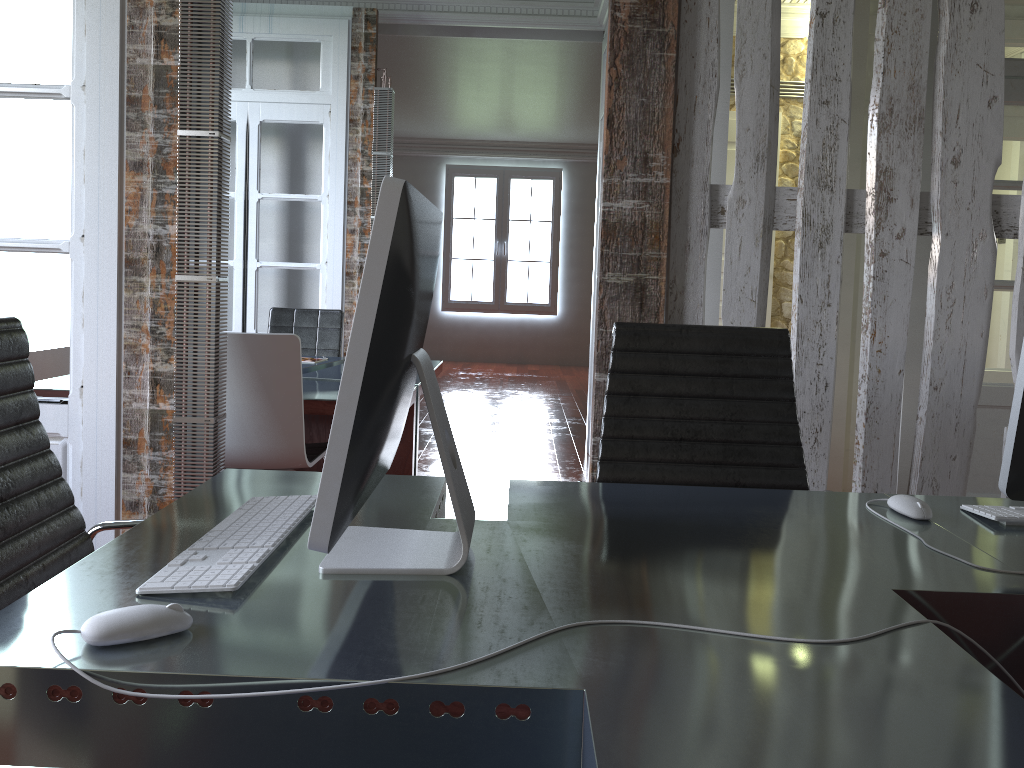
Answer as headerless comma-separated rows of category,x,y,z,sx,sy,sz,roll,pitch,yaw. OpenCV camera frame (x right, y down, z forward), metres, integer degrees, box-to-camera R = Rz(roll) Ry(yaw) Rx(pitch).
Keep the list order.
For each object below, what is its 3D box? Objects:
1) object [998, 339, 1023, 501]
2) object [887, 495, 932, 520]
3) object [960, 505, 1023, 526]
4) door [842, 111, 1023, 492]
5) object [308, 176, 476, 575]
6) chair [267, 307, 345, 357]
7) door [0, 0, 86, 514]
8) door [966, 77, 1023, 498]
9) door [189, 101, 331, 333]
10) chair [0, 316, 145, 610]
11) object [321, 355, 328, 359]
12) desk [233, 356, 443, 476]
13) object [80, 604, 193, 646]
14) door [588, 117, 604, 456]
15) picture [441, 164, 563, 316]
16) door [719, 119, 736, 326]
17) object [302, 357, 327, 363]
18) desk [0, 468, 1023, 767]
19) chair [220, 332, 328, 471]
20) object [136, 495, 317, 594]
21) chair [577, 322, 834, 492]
object,0.998,0.021,1.287,0.483,0.483,0.190,2,4,0
object,0.691,0.211,1.532,0.059,0.028,0.107,2,6,-1
object,1.018,0.230,1.523,0.439,0.017,0.119,2,6,0
door,2.354,-0.398,4.782,1.076,2.079,0.041,2,3,1
object,-0.141,-0.009,1.191,0.189,0.483,0.486,2,5,0
chair,-1.193,0.055,4.821,0.475,0.916,0.604,2,4,0
door,-1.725,-0.335,2.521,1.160,2.174,0.041,2,3,1
door,2.357,-0.300,3.930,1.076,2.079,0.041,2,3,1
door,-1.691,-0.689,5.626,1.160,2.174,0.041,2,3,1
chair,-0.556,0.428,1.301,0.699,1.019,0.668,2,4,5
object,-1.020,-0.145,4.820,0.011,0.011,0.150,0,7,-24
desk,-1.129,0.267,4.104,1.445,0.651,1.720,2,6,0
object,-0.382,0.242,0.904,0.106,0.028,0.059,-2,7,-31
door,0.598,-0.555,5.177,0.482,2.175,1.192,0,4,-25
picture,-0.140,-1.947,11.988,1.580,1.981,0.128,2,3,1
door,1.258,-0.645,5.897,0.868,2.211,0.146,2,3,1
object,-1.154,-0.126,4.657,0.307,0.012,0.225,3,7,5
desk,0.685,0.644,1.054,2.507,0.725,1.306,2,6,0
chair,-0.908,0.256,3.149,0.475,0.916,0.604,2,4,0
object,-0.371,0.212,1.232,0.118,0.017,0.441,2,7,0
chair,0.408,0.399,1.857,0.665,1.019,0.702,2,4,-5
